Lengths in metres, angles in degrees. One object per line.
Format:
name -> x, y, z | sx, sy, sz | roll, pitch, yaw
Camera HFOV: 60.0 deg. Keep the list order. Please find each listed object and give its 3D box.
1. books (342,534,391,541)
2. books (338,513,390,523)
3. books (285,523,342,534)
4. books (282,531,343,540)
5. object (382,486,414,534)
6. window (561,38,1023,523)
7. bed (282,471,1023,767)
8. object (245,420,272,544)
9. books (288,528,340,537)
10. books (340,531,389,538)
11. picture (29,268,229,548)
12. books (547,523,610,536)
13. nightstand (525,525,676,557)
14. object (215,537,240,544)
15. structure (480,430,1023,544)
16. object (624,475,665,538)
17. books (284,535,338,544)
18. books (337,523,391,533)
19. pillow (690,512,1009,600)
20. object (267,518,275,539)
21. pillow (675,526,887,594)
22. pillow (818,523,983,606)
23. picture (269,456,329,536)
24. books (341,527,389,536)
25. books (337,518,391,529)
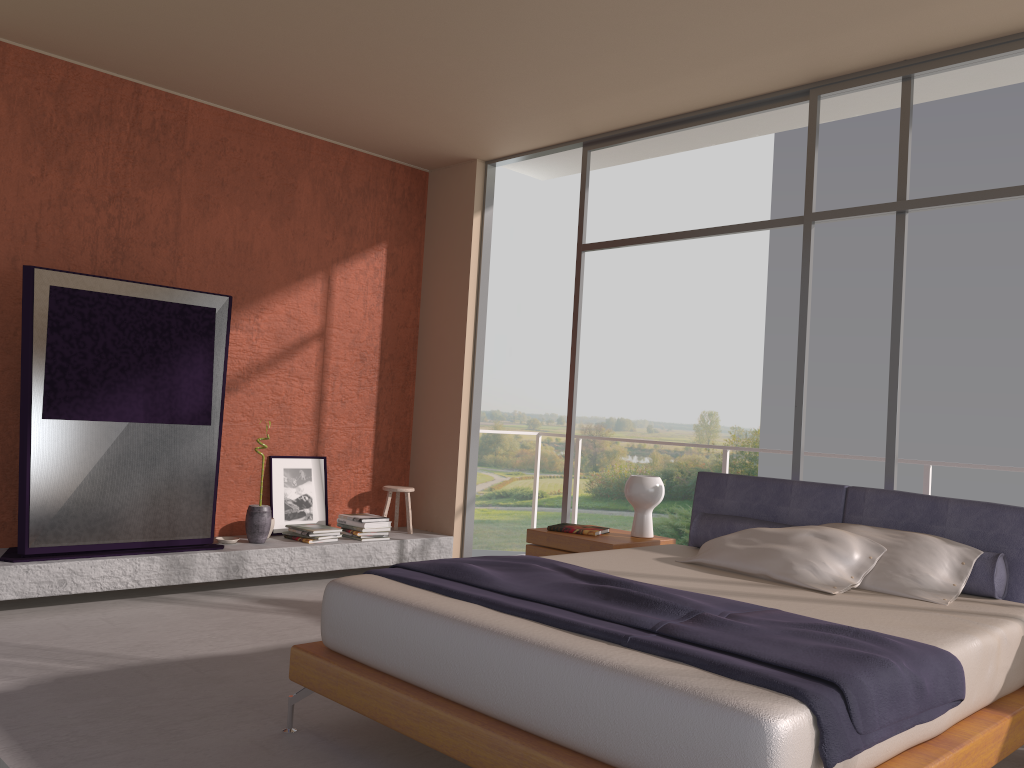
books -> -1.066, 1.092, 6.358 | 0.247, 0.018, 0.328 | 6, -3, -43
books -> -1.062, 0.962, 6.368 | 0.247, 0.025, 0.287 | 6, -3, -45
books -> -1.362, 0.993, 6.101 | 0.328, 0.018, 0.247 | 1, -3, 42
books -> -1.373, 1.036, 6.104 | 0.328, 0.018, 0.247 | 2, -3, 30
object -> -0.862, 0.959, 6.753 | 0.260, 0.349, 0.257 | 3, -2, 15
window -> 2.547, -0.075, 3.993 | 0.075, 3.133, 6.106 | 6, -3, -45
bed -> 0.745, 0.882, 3.415 | 2.462, 0.959, 2.017 | 6, -3, -45
object -> -1.649, 0.639, 5.831 | 0.165, 0.810, 0.165 | 4, -2, -21
books -> -1.359, 1.014, 6.097 | 0.247, 0.025, 0.287 | 6, -3, -42
books -> -1.069, 1.074, 6.363 | 0.247, 0.018, 0.287 | 6, -3, -45
picture -> -2.205, 0.159, 5.145 | 1.129, 1.496, 0.126 | 6, -3, -45
books -> 0.381, 0.826, 5.042 | 0.287, 0.025, 0.247 | 2, -3, 26
nightstand -> 0.486, 1.123, 4.995 | 0.562, 0.556, 0.628 | 6, -3, -45
object -> -1.839, 1.017, 5.729 | 0.152, 0.040, 0.152 | 4, -2, -10
structure -> 2.636, 0.932, 4.373 | 0.728, 1.005, 7.689 | 6, -3, -45
object -> 0.739, 0.686, 4.981 | 0.224, 0.338, 0.224 | 5, -3, -33
books -> -1.377, 1.058, 6.088 | 0.287, 0.025, 0.247 | 1, -3, 42
books -> -1.062, 1.026, 6.361 | 0.247, 0.027, 0.328 | 6, -3, -43
pillow -> 1.497, 0.778, 4.137 | 0.205, 0.201, 1.470 | 6, -3, -45
object -> -1.707, 0.980, 6.020 | 0.179, 0.137, 0.180 | 5, -3, -32
pillow -> 1.164, 0.750, 3.927 | 0.431, 0.264, 0.869 | 5, -3, -37
pillow -> 1.547, 0.758, 3.802 | 0.400, 0.265, 0.791 | 5, -3, -42
picture -> -1.521, 0.794, 6.344 | 0.458, 0.550, 0.117 | 6, -3, -45
books -> -1.053, 1.053, 6.344 | 0.247, 0.025, 0.287 | 5, -3, -34
books -> -1.060, 0.993, 6.362 | 0.319, 0.038, 0.247 | 1, -3, 43
